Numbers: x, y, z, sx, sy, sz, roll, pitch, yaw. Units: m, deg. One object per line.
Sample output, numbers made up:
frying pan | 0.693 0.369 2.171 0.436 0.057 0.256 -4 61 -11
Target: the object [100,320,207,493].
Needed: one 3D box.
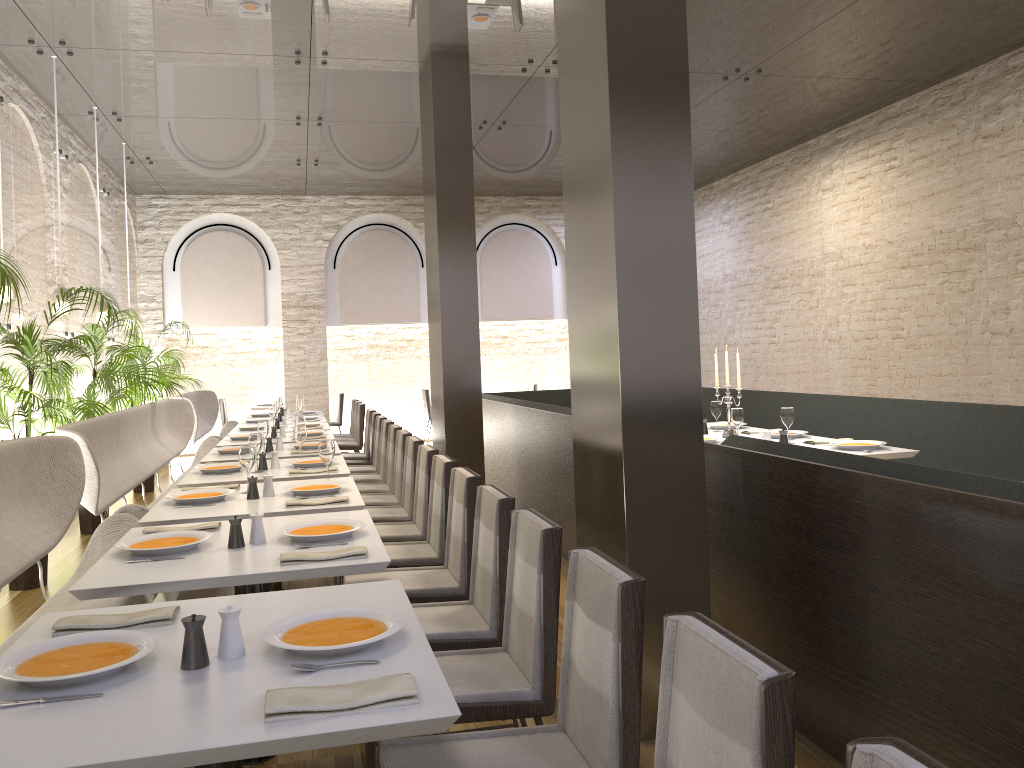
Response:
object | -4.174 0.249 10.144 1.146 1.975 1.187 -2 0 -33

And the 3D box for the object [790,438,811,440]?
object | 1.905 0.361 5.878 0.181 0.015 0.038 -3 2 -12

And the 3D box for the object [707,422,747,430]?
object | 1.665 0.329 6.897 0.322 0.036 0.321 -3 2 -18

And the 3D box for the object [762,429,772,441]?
object | 1.559 0.339 5.411 0.069 0.127 0.069 -2 0 10

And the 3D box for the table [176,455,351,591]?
table | -1.471 0.895 5.399 0.936 0.760 1.010 -2 1 -13

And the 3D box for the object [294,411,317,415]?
object | -2.553 0.359 11.000 0.321 0.036 0.322 -1 2 24

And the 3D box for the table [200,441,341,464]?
table | -1.742 0.868 6.529 0.936 0.760 1.010 -2 1 -13

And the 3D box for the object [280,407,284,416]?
object | -2.824 0.335 10.868 0.059 0.109 0.059 -2 0 22

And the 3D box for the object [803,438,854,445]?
object | 2.001 0.365 5.609 0.273 0.033 0.142 -3 2 -13

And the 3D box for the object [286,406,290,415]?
object | -2.766 0.330 10.928 0.059 0.109 0.059 -2 0 22

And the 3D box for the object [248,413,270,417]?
object | -3.076 0.383 10.877 0.321 0.036 0.322 -1 2 24

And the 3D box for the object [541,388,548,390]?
object | 0.393 0.161 10.546 0.086 0.231 0.086 -2 0 17

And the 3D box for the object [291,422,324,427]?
object | -2.031 0.410 8.818 0.321 0.036 0.322 -1 2 24

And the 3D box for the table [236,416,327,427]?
table | -2.531 0.792 9.828 0.936 0.760 1.010 -2 1 -13

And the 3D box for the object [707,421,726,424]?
object | 1.609 0.327 7.245 0.273 0.033 0.142 -3 2 -13

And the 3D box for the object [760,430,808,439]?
object | 1.863 0.348 6.070 0.321 0.036 0.322 -2 2 6

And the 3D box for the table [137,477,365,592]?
table | -1.201 0.921 4.267 0.936 0.760 1.010 -2 1 -13

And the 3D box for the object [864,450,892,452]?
object | 2.097 0.379 5.077 0.181 0.015 0.038 -3 2 -12

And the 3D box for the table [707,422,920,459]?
table | 1.507 0.756 6.138 1.101 0.760 2.538 -2 2 -13

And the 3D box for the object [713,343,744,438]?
object | 1.508 0.045 6.186 0.131 0.657 0.390 -2 0 -3

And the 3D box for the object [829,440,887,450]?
object | 2.055 0.367 5.265 0.322 0.036 0.321 -4 2 -38

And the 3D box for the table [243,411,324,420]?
table | -2.796 0.766 10.937 0.936 0.760 1.010 -2 1 -13

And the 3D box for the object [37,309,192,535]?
object | -3.616 0.305 7.745 1.187 1.975 1.146 -2 0 27

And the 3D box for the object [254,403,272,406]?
object | -3.809 0.322 13.653 0.321 0.036 0.322 -1 2 22

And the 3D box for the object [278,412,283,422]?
object | -2.558 0.360 9.759 0.059 0.109 0.059 -2 0 22

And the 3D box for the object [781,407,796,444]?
object | 1.765 0.266 5.666 0.086 0.231 0.086 -2 0 29

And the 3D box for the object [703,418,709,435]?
object | 1.404 0.310 6.489 0.069 0.127 0.069 -2 0 -20

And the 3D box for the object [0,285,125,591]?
object | -3.146 0.350 5.790 1.144 1.975 1.188 -2 0 17

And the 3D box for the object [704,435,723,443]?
object | 1.246 0.377 5.924 0.321 0.036 0.322 -2 2 6

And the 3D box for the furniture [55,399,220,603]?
furniture | -2.579 0.725 6.761 0.709 1.097 4.475 -2 2 -13

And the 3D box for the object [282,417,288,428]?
object | -2.244 0.381 8.747 0.059 0.109 0.059 -2 0 22

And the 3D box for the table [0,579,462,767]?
table | -0.646 0.975 1.949 0.936 0.760 1.010 -2 1 -13

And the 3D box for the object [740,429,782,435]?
object | 1.809 0.346 6.409 0.273 0.033 0.142 -3 2 -13

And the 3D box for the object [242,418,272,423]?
object | -2.810 0.409 9.768 0.321 0.036 0.322 -1 2 24

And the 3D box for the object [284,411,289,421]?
object | -2.501 0.356 9.820 0.059 0.109 0.059 -2 0 22

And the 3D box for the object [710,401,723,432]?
object | 1.533 0.244 6.636 0.086 0.231 0.086 -2 0 -2

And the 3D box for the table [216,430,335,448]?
table | -2.014 0.842 7.667 0.936 0.760 1.010 -2 1 -13

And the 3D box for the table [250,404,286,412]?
table | -3.529 0.705 13.713 0.936 0.760 1.010 -2 1 -13

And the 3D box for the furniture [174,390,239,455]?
furniture | -3.434 0.642 10.337 0.707 1.097 2.584 -2 1 -13

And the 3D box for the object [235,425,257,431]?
object | -2.554 0.434 8.695 0.321 0.036 0.322 -1 2 24

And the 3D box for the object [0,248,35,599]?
object | -2.655 0.398 3.736 1.144 1.975 1.188 -2 0 17

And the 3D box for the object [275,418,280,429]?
object | -2.302 0.385 8.686 0.059 0.109 0.059 -2 0 22

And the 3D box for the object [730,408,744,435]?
object | 1.473 0.274 5.786 0.086 0.231 0.086 -2 0 -13

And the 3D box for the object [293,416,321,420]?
object | -2.288 0.385 9.891 0.321 0.036 0.322 -1 2 24

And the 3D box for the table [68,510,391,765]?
table | -0.937 0.946 3.166 0.936 0.760 1.010 -2 1 -13

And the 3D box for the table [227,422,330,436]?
table | -2.274 0.817 8.755 0.936 0.760 1.010 -2 1 -13

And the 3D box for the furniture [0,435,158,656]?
furniture | -1.500 0.829 2.249 0.709 1.097 4.475 -2 2 -13
